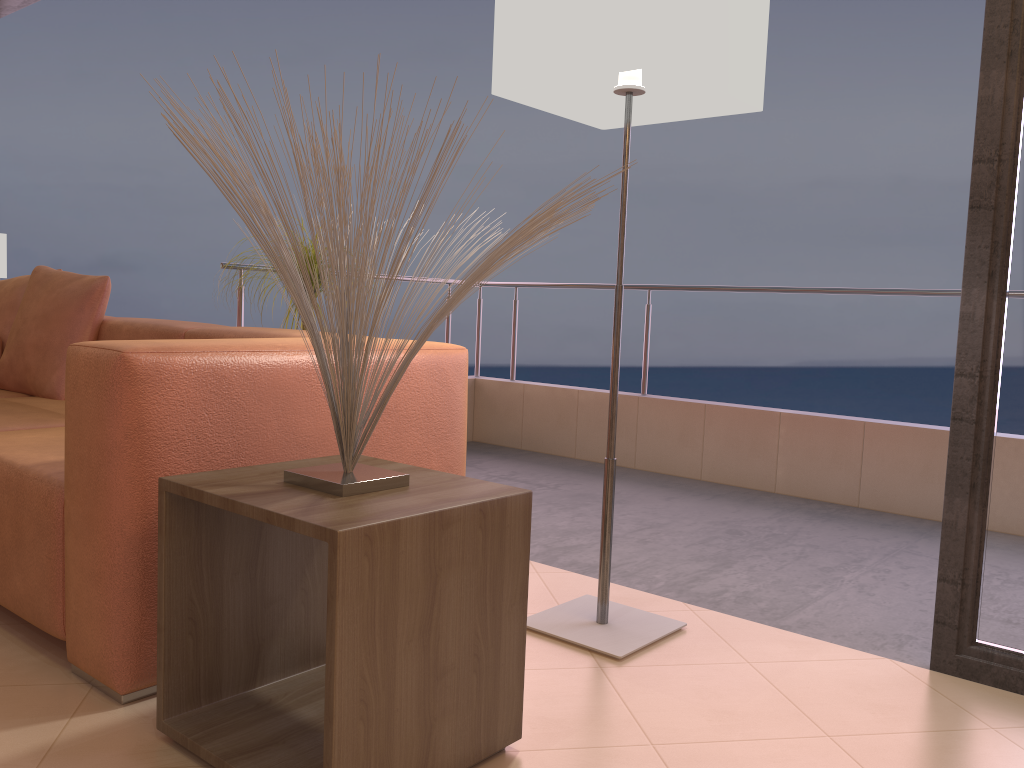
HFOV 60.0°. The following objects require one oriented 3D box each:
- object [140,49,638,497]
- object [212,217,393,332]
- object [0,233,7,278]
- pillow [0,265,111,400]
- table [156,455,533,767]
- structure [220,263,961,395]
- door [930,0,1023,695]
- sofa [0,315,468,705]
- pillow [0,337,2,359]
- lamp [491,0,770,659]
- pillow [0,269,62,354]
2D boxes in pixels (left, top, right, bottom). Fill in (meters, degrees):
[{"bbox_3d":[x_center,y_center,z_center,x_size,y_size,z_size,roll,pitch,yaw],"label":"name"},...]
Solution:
[{"bbox_3d":[-0.208,-0.151,1.523,0.700,0.634,0.703,2,5,-4],"label":"object"},{"bbox_3d":[-0.859,-0.133,3.659,0.703,1.088,0.729,3,5,8],"label":"object"},{"bbox_3d":[-2.642,-0.374,4.156,0.344,0.799,0.344,4,5,18],"label":"object"},{"bbox_3d":[-1.611,-0.184,3.121,0.470,0.468,0.211,6,6,35],"label":"pillow"},{"bbox_3d":[-0.286,0.384,1.504,0.469,0.436,0.415,6,6,40],"label":"table"},{"bbox_3d":[0.833,-0.107,3.149,4.176,0.541,1.663,6,6,40],"label":"structure"},{"bbox_3d":[1.170,-0.421,1.739,0.480,2.160,0.056,6,6,40],"label":"door"},{"bbox_3d":[-1.450,0.124,2.802,2.781,0.672,0.943,6,6,40],"label":"sofa"},{"bbox_3d":[-2.128,-0.103,3.056,0.517,0.292,0.514,3,5,9],"label":"pillow"},{"bbox_3d":[0.250,-0.205,2.074,0.454,1.578,0.454,6,6,40],"label":"lamp"},{"bbox_3d":[-1.908,-0.220,3.374,0.492,0.446,0.255,4,5,23],"label":"pillow"}]
